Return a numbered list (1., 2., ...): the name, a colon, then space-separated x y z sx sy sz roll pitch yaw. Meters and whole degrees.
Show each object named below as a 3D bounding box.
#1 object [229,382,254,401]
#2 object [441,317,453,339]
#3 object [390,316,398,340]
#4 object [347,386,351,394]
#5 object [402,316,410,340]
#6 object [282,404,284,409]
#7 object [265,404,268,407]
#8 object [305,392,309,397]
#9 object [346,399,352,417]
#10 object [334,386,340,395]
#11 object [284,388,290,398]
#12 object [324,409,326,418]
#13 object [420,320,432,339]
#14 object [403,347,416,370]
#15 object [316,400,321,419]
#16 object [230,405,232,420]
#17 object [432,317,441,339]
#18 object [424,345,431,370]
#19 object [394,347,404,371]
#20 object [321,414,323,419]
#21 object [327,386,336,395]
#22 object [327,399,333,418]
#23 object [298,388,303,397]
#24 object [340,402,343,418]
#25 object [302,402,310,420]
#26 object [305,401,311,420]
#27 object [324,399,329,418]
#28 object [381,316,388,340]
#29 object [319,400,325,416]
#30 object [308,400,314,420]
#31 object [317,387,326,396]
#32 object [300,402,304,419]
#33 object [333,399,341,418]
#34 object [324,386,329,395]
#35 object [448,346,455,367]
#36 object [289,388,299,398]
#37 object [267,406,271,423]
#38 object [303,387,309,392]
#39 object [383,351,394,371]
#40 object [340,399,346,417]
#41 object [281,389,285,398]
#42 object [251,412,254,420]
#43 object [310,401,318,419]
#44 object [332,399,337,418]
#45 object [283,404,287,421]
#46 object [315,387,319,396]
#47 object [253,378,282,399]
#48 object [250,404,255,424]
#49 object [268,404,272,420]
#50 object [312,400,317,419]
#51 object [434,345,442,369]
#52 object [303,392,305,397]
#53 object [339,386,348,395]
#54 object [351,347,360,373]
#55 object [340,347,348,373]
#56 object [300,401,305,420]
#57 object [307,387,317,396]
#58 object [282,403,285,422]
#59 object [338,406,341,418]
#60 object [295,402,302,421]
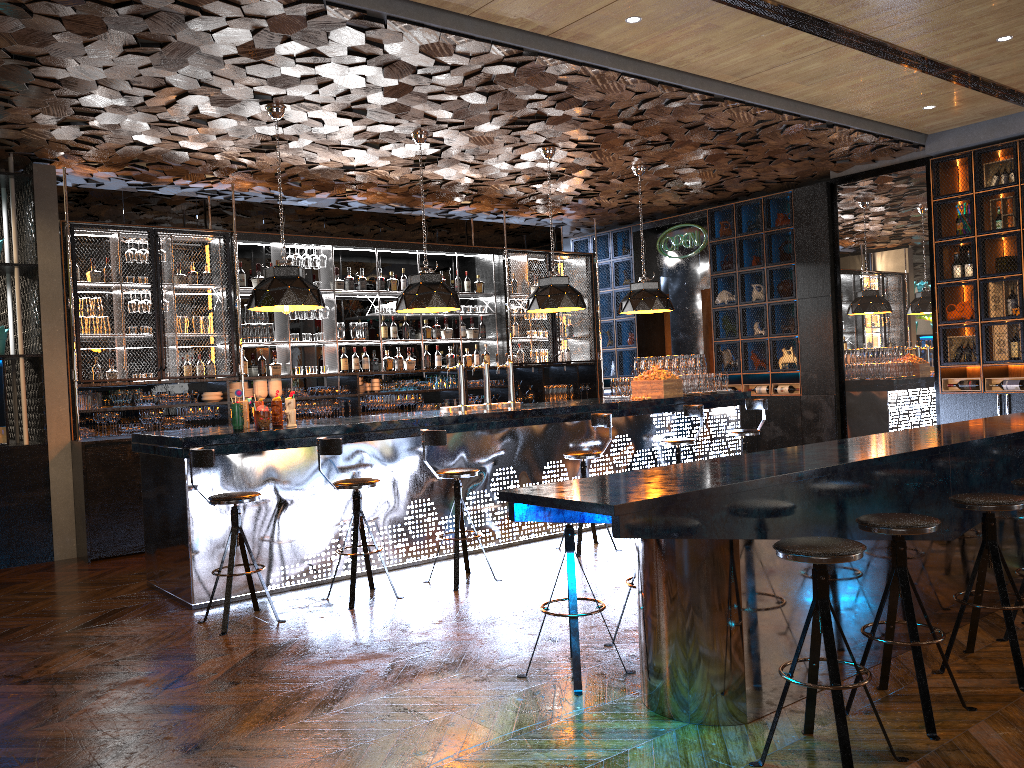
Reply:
1. object: -2.866 0.075 9.285 0.306 0.195 0.300 -3 1 -37
2. object: -0.812 -0.689 11.016 0.123 0.279 0.123 -3 1 -24
3. object: -1.417 -0.665 10.599 0.086 0.298 0.086 -3 1 11
4. object: -1.870 0.067 10.010 0.095 0.096 0.095 -3 1 -14
5. object: -1.280 -0.672 10.671 0.086 0.297 0.086 -3 1 11
6. object: -2.487 0.314 9.659 0.082 0.213 0.082 -2 1 40
7. object: -2.608 0.323 9.338 0.082 0.213 0.082 -3 1 -9
8. object: -2.236 0.114 9.664 0.049 0.048 0.044 -3 1 5
9. object: -1.827 0.275 9.993 0.071 0.217 0.071 -3 1 -30
10. object: -1.966 0.072 9.976 0.095 0.096 0.095 -3 1 -38
11. object: -2.421 0.098 9.631 0.089 0.100 0.100 -2 1 24
12. object: -2.094 0.289 9.932 0.092 0.218 0.092 -3 1 13
13. object: -1.050 -0.660 10.846 0.094 0.248 0.151 -2 1 41
14. object: -1.235 -0.300 10.674 0.123 0.279 0.123 -3 1 -24
15. object: -2.142 0.288 9.843 0.071 0.226 0.071 -2 1 24
16. object: -2.887 0.331 9.130 0.073 0.229 0.073 -2 1 41
17. object: -0.930 -0.685 10.941 0.083 0.282 0.083 -3 1 -38
18. object: -1.037 -0.322 10.816 0.086 0.297 0.086 -3 1 -4
19. object: -1.353 -0.296 10.600 0.083 0.282 0.083 -3 1 -38
20. object: -2.156 0.291 10.020 0.092 0.218 0.092 -3 1 13
21. object: -1.999 0.074 9.830 0.093 0.099 0.093 -3 1 -19
22. object: -2.006 0.282 9.792 0.071 0.226 0.071 -2 1 24
23. object: -2.315 0.092 9.641 0.089 0.100 0.100 -3 1 -2
24. object: -1.928 0.279 10.068 0.071 0.217 0.071 -3 1 -30
25. object: -2.232 0.300 9.625 0.084 0.216 0.084 -3 1 -23
26. object: -2.247 0.299 9.788 0.084 0.216 0.084 -3 1 4
27. object: -2.056 0.284 9.856 0.071 0.226 0.071 -2 1 24
28. object: -1.516 -0.658 10.489 0.086 0.299 0.086 -3 1 11
29. object: -2.088 0.286 9.778 0.071 0.226 0.071 -2 1 24
30. object: -2.252 0.292 9.975 0.071 0.226 0.071 -2 1 24
31. object: -2.107 0.080 9.805 0.093 0.099 0.093 -3 1 -21
32. object: -2.310 0.302 9.730 0.084 0.216 0.084 -2 1 45
33. object: -1.947 0.283 9.877 0.092 0.218 0.092 -3 1 13
34. object: -2.066 0.076 9.910 0.093 0.099 0.093 -2 1 23
35. object: -0.766 -0.330 11.060 0.083 0.282 0.083 -2 1 37
36. object: -2.345 0.095 9.547 0.100 0.100 0.089 -3 1 -33
37. object: -2.587 0.321 9.464 0.082 0.213 0.082 -2 1 28
38. object: -2.291 0.088 9.867 0.109 0.100 0.109 -2 1 35
39. object: -1.473 -0.271 10.504 0.094 0.248 0.151 -2 1 41
40. object: -1.900 0.279 9.985 0.071 0.217 0.071 -3 1 -30
41. object: -2.495 0.100 9.726 0.100 0.100 0.089 -3 1 -31
42. object: -2.771 0.329 9.548 0.082 0.213 0.082 -2 1 28
43. object: -2.161 0.296 9.681 0.084 0.216 0.084 -3 1 4
44. object: -2.002 0.284 9.972 0.092 0.218 0.092 -3 1 13
45. object: -2.432 0.312 9.588 0.082 0.213 0.082 -2 1 33
46. object: -2.173 0.082 9.890 0.093 0.099 0.093 -2 1 39
47. object: -2.603 0.050 9.449 0.309 0.216 0.149 -3 1 -40
48. object: -2.705 0.320 9.292 0.073 0.229 0.073 -2 1 41
49. object: -2.538 0.319 9.393 0.082 0.213 0.082 -3 1 -9
50. object: -2.196 0.290 9.919 0.071 0.226 0.071 -2 1 24
51. object: -0.915 -0.330 10.953 0.086 0.298 0.086 -3 1 11
52. object: -2.272 0.115 9.708 0.044 0.048 0.049 -3 1 -6
53. object: -1.881 0.069 9.910 0.095 0.096 0.095 -2 1 26
54. object: -1.816 -0.279 10.277 0.086 0.298 0.086 -3 1 11
55. object: -1.924 -0.271 10.160 0.086 0.299 0.086 -3 1 11
56. object: -2.328 0.301 9.895 0.084 0.216 0.084 -3 1 -15
57. object: -2.193 0.084 9.742 0.109 0.100 0.109 -2 1 35
58. object: -2.456 0.315 9.457 0.082 0.213 0.082 -3 1 -5
59. object: -1.968 0.281 10.138 0.071 0.217 0.071 -3 1 -30
60. object: -2.307 0.304 9.568 0.084 0.216 0.084 -2 1 40
